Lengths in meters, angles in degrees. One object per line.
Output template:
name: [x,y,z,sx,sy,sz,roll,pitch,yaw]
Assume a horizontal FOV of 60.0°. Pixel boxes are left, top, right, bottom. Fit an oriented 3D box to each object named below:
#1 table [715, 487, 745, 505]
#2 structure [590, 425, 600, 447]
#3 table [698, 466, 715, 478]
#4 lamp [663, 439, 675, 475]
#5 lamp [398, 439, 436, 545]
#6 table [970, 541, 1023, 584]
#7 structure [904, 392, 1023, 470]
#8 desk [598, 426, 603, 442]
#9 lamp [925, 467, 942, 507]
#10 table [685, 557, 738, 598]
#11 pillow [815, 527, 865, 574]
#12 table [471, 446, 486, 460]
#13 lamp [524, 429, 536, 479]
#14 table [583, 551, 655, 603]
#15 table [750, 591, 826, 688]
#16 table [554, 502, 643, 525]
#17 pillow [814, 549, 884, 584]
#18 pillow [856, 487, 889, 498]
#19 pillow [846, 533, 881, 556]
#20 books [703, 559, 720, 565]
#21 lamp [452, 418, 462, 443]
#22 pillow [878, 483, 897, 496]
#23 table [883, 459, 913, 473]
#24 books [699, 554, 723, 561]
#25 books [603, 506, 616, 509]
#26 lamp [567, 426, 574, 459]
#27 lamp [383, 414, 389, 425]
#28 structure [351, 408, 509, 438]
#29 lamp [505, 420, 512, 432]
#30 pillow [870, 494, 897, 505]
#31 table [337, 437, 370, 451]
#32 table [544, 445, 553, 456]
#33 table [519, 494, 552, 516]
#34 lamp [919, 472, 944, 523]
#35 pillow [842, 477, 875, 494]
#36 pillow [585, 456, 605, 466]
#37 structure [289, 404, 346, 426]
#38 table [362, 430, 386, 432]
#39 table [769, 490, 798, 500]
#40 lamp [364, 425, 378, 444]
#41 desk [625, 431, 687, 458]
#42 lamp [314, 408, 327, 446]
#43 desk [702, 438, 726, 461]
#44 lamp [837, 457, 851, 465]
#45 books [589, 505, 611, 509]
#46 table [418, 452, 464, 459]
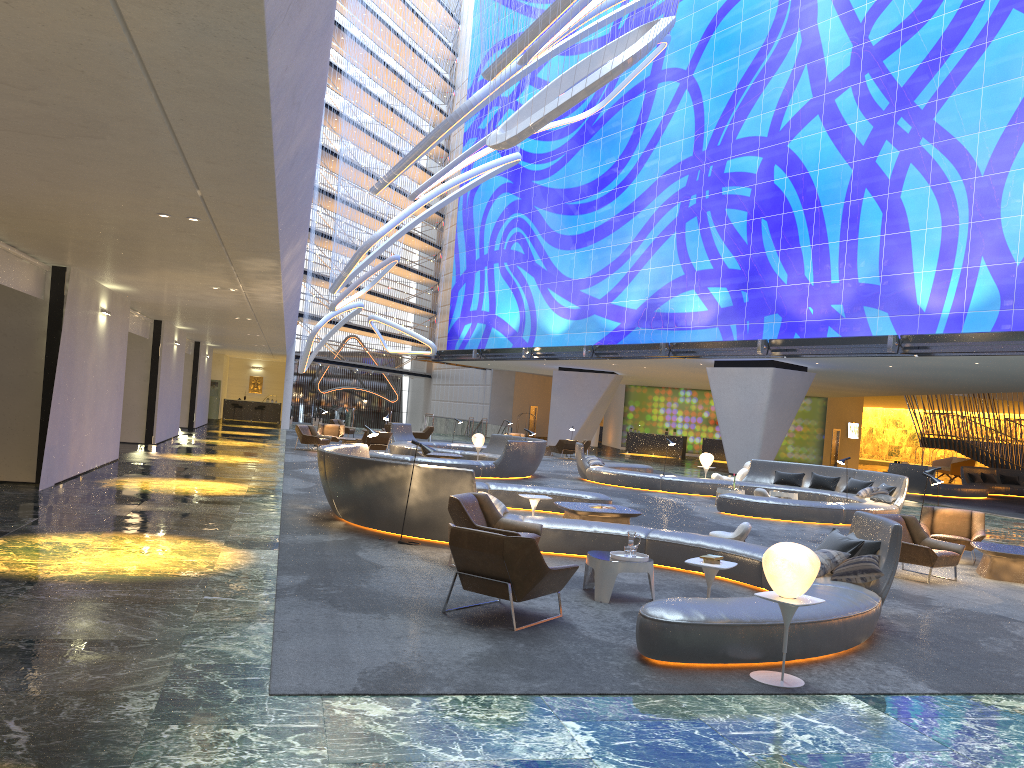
table: [4.719,2.503,19.434,0.670,0.406,0.674,4,-1,38]
structure: [4.837,2.596,51.247,1.023,2.051,0.771,5,0,-36]
table: [5.337,2.583,24.490,0.418,0.595,0.427,5,0,-40]
lamp: [4.331,2.169,24.629,0.202,1.300,0.383,4,0,-39]
lamp: [-1.171,1.340,10.961,0.384,1.300,0.201,5,0,-15]
table: [6.971,2.480,12.184,1.202,0.392,1.204,4,-2,21]
structure: [26.184,2.109,37.222,11.989,6.247,16.482,5,-1,-14]
desk: [5.759,3.445,61.819,2.974,1.097,0.814,4,-1,24]
lamp: [8.567,2.323,18.048,0.383,1.300,0.202,5,0,30]
table: [1.648,1.806,7.510,0.427,0.595,0.418,4,0,30]
pillow: [3.217,1.656,8.787,0.315,0.386,0.785,5,-1,1]
table: [-0.974,2.103,25.423,0.418,0.595,0.427,5,0,-15]
lamp: [0.392,1.806,22.986,0.384,1.300,0.202,5,0,3]
table: [1.051,1.906,8.780,0.671,0.406,0.673,5,-1,-18]
table: [1.926,1.802,6.274,0.418,0.595,0.427,5,0,-40]
table: [1.269,2.055,13.351,1.204,0.392,1.203,5,-1,-14]
pillow: [3.081,1.727,8.454,0.873,0.280,0.685,4,-1,23]
pillow: [8.102,2.431,19.851,0.876,0.262,0.693,3,-2,41]
pillow: [3.408,1.698,8.872,0.295,0.369,0.769,5,-1,-1]
books: [1.694,1.496,7.518,0.128,0.030,0.182,4,-2,8]
lamp: [-1.943,1.843,30.895,0.384,1.300,0.202,5,0,3]
pillow: [8.295,2.401,19.795,0.317,0.366,0.775,5,-1,2]
table: [19.702,4.269,45.155,1.240,0.727,2.310,4,-2,34]
books: [1.692,1.470,7.516,0.133,0.022,0.189,3,-2,37]
books: [1.465,1.863,13.392,0.133,0.012,0.189,5,-2,-24]
lamp: [2.326,2.296,34.798,0.202,1.300,0.384,5,0,2]
lamp: [-3.907,1.587,27.421,0.202,1.300,0.384,5,0,2]
structure: [-7.220,5.979,60.196,9.310,8.399,19.725,5,-1,-14]
lamp: [-0.204,2.162,37.212,0.384,1.300,0.202,5,0,3]
pillow: [7.877,2.446,18.798,0.444,0.207,0.444,4,-2,37]
table: [-5.102,1.980,28.799,1.204,0.392,1.202,5,-1,-15]
table: [1.131,2.690,36.176,1.204,0.392,1.203,5,-1,-14]
table: [0.289,1.826,12.082,0.418,0.595,0.427,5,0,-18]
lamp: [6.483,2.036,13.823,0.383,1.300,0.202,5,0,38]
pillow: [8.125,2.413,20.816,0.315,0.386,0.784,5,-1,-23]
pillow: [2.188,2.074,24.034,0.692,0.262,0.877,5,-1,-6]
structure: [-13.328,5.399,58.191,3.018,8.239,19.821,5,-1,-14]
table: [-5.722,2.175,37.415,1.203,0.392,1.203,4,-1,4]
table: [6.092,2.631,20.068,0.673,0.406,0.671,4,-1,5]
lamp: [-2.433,1.348,14.816,0.383,1.300,0.202,5,0,35]
desk: [7.460,3.130,45.894,2.974,1.097,0.814,4,-1,24]
lamp: [-6.437,1.452,29.836,0.384,1.300,0.202,5,0,3]
desk: [11.305,3.426,45.442,2.974,1.097,0.814,4,-1,22]
lamp: [7.563,2.305,20.241,0.384,1.300,0.201,5,0,-21]
books: [1.365,1.849,13.408,0.395,0.039,0.301,5,-2,0]
table: [-1.965,2.099,24.101,1.204,0.392,1.203,5,-1,-14]
